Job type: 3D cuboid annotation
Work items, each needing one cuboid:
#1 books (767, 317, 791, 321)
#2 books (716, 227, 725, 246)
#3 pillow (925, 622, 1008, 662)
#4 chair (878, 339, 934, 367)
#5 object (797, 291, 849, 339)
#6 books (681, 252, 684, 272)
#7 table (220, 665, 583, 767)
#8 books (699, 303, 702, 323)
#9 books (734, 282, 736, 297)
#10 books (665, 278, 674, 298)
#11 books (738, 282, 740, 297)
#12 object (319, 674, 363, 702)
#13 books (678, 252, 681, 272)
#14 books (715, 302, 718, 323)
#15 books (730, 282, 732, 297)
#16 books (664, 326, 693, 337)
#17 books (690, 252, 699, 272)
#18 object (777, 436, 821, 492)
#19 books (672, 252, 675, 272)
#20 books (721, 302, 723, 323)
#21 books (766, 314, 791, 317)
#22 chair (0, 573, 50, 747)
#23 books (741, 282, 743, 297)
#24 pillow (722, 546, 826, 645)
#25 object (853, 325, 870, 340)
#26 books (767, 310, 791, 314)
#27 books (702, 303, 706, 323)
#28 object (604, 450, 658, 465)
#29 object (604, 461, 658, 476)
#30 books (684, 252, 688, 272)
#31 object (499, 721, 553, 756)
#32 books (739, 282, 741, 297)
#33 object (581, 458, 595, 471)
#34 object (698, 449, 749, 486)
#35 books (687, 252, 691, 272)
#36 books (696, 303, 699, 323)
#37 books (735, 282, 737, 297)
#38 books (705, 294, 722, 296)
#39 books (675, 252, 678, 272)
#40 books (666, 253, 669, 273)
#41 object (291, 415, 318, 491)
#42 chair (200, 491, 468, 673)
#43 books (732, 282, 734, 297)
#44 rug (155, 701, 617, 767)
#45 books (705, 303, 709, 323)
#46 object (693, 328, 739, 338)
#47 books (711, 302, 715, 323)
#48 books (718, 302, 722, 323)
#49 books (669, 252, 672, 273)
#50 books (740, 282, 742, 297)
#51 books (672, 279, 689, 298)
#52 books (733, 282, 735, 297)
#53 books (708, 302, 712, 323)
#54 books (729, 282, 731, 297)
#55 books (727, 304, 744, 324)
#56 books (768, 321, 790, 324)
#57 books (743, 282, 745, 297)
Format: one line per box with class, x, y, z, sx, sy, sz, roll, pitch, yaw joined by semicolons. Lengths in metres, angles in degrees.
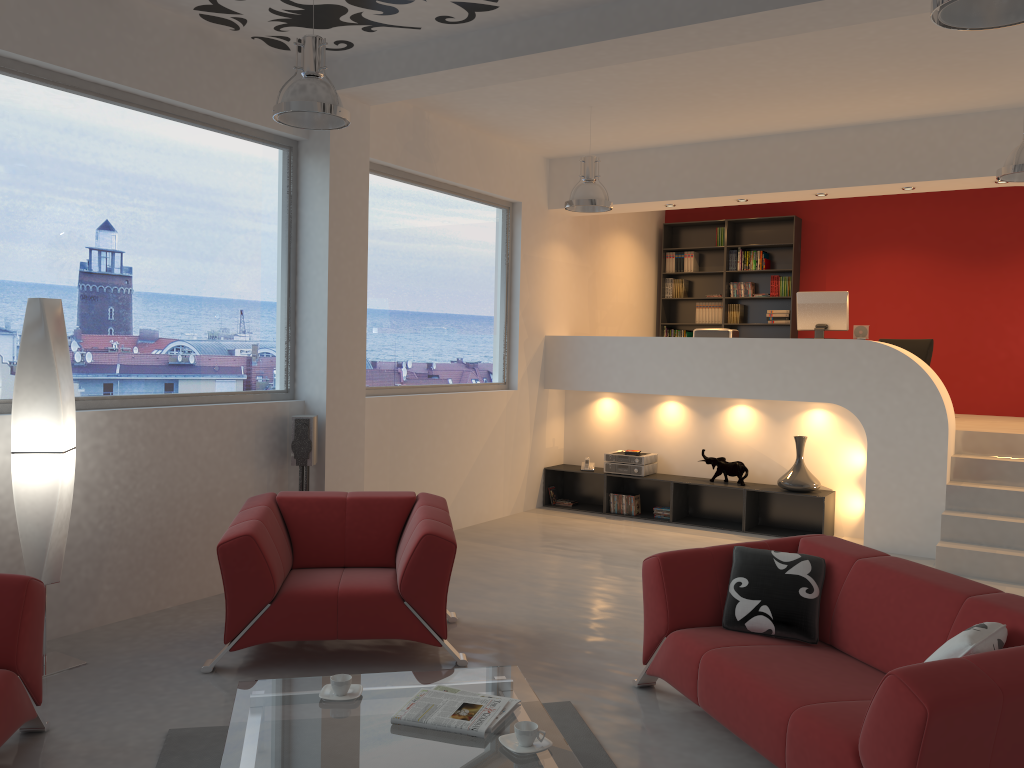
books;3.179;-0.769;10.518;0.260;0.040;0.200;3;3;32
books;2.603;-1.791;10.890;0.146;0.240;0.170;3;3;32
pillow;1.449;0.960;2.938;0.288;0.343;0.402;3;3;40
chair;3.826;-0.073;9.062;0.768;0.795;0.664;0;3;-38
object;2.847;-0.618;8.126;0.458;0.452;0.230;3;3;32
books;2.179;-1.519;11.150;0.040;0.260;0.200;3;3;32
table;-0.388;1.313;2.960;1.097;0.286;1.162;1;2;-13
books;2.380;-0.878;11.039;0.040;0.260;0.200;3;3;32
books;2.745;-1.142;10.826;0.031;0.190;0.135;3;3;32
books;2.027;-1.209;11.268;0.090;0.256;0.181;3;3;32
books;2.783;-1.141;10.802;0.031;0.190;0.135;3;3;32
object;-0.630;1.118;3.273;0.153;0.069;0.153;1;2;-1
books;2.145;-1.521;11.172;0.040;0.260;0.200;3;3;32
books;2.551;-0.869;10.931;0.040;0.260;0.200;3;3;32
books;2.707;-1.144;10.850;0.031;0.190;0.135;3;3;32
books;2.105;-0.586;11.206;0.341;0.286;0.231;3;3;32
books;2.283;-1.515;11.085;0.040;0.260;0.200;3;3;32
object;2.547;0.705;7.853;0.369;0.481;0.369;1;2;-3
books;2.077;-1.524;11.215;0.040;0.260;0.200;3;3;32
books;2.620;-0.866;10.888;0.040;0.260;0.200;3;3;32
books;3.176;-0.809;10.518;0.260;0.040;0.200;3;3;32
chair;-2.217;1.054;2.911;0.951;0.738;1.288;1;2;-8
books;2.821;-1.139;10.778;0.031;0.190;0.135;3;3;32
pillow;1.150;0.917;3.889;0.402;0.343;0.288;2;2;25
object;3.148;-0.454;7.999;0.133;0.147;0.151;2;2;16
books;3.181;-0.849;10.504;0.260;0.040;0.200;3;3;32
books;2.414;-0.876;11.018;0.040;0.260;0.200;3;3;32
object;1.169;0.723;8.728;0.430;0.077;0.349;3;3;32
object;1.163;0.822;8.725;0.430;0.100;0.365;3;3;32
books;2.214;-1.518;11.128;0.040;0.260;0.200;3;3;32
object;0.045;1.148;2.891;0.153;0.069;0.153;0;3;-31
books;2.795;-1.140;10.794;0.031;0.190;0.135;3;3;32
object;0.761;0.798;8.885;0.130;0.117;0.146;2;2;8
object;1.970;0.770;8.247;0.191;0.296;0.507;-1;3;-42
books;2.249;-1.516;11.107;0.040;0.260;0.200;3;3;32
books;2.345;-0.879;11.061;0.040;0.260;0.200;3;3;32
books;2.757;-1.142;10.818;0.031;0.190;0.135;3;3;32
books;2.507;-1.096;10.977;0.190;0.015;0.135;3;3;32
books;2.111;-1.523;11.193;0.040;0.260;0.200;3;3;32
books;2.008;-1.527;11.258;0.040;0.260;0.200;3;3;32
object;-1.401;0.769;5.970;0.214;1.112;0.229;1;2;-3
chair;-0.907;1.014;4.755;1.288;0.738;0.951;1;2;-8
books;2.719;-1.144;10.842;0.031;0.190;0.135;3;3;32
rug;-0.380;1.458;2.968;1.700;0.025;1.700;1;2;-13
books;2.448;-0.874;10.996;0.040;0.260;0.200;3;3;32
object;2.042;-0.434;8.733;0.397;0.217;0.458;3;3;32
books;2.516;-0.871;10.953;0.040;0.260;0.200;3;3;32
books;2.586;-0.868;10.909;0.040;0.260;0.200;3;3;32
books;2.043;-1.526;11.236;0.040;0.260;0.200;3;3;32
books;2.808;-1.139;10.786;0.031;0.190;0.135;3;3;32
books;2.128;-1.196;11.204;0.146;0.240;0.170;3;3;32
books;2.732;-1.143;10.834;0.031;0.190;0.135;3;3;32
books;2.482;-0.873;10.974;0.040;0.260;0.200;3;3;32
books;2.694;-1.145;10.858;0.031;0.190;0.135;3;3;32
books;2.732;-0.852;10.831;0.146;0.240;0.170;3;3;32
books;3.196;-0.729;10.513;0.260;0.040;0.200;3;3;34
books;2.834;-1.138;10.770;0.031;0.190;0.135;3;3;32
